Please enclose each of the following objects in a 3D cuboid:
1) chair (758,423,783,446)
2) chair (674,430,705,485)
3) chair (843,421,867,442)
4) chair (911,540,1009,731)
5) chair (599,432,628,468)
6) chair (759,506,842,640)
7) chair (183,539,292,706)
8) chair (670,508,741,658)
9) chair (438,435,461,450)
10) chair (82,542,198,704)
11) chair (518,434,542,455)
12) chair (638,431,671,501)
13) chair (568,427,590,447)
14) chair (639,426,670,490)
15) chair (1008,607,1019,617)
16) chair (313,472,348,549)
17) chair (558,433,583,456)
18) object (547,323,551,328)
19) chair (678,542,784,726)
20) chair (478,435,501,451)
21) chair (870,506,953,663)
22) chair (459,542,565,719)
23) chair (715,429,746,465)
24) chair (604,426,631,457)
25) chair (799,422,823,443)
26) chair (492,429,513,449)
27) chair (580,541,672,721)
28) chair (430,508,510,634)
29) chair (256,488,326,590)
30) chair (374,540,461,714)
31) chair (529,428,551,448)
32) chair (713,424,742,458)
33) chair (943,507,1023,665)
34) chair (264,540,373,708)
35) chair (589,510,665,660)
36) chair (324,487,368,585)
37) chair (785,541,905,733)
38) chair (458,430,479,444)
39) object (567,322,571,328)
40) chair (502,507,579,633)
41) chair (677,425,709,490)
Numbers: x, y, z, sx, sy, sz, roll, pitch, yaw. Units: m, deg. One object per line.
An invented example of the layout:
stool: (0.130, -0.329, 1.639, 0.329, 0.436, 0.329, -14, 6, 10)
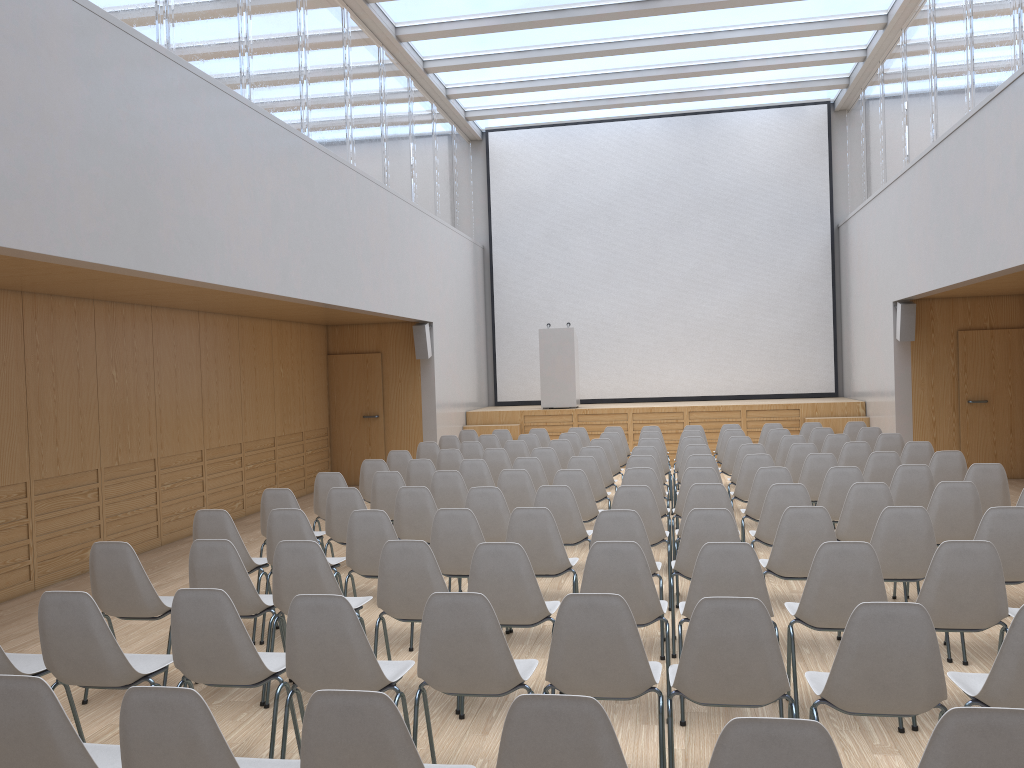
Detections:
chair: (3.521, 0.953, 12.025, 0.479, 0.876, 0.505, -2, 1, 10)
chair: (2.290, 1.006, 11.264, 0.479, 0.876, 0.505, -2, 1, 10)
chair: (4.552, 0.921, 11.835, 0.479, 0.876, 0.505, -2, 1, 10)
chair: (2.078, 1.126, 4.188, 0.479, 0.876, 0.505, -2, 1, 10)
chair: (1.288, 1.038, 11.379, 0.479, 0.876, 0.505, -2, 1, 10)
chair: (1.719, 1.121, 5.260, 0.479, 0.876, 0.505, -2, 1, 10)
chair: (-1.495, 1.236, 4.846, 0.479, 0.876, 0.505, -2, 1, 10)
chair: (1.184, 1.138, 5.299, 0.479, 0.876, 0.505, -2, 1, 10)
chair: (-0.766, 1.101, 11.827, 0.479, 0.876, 0.505, -2, 1, 10)
chair: (-2.031, 1.253, 4.875, 0.479, 0.876, 0.505, -2, 1, 10)
chair: (0.260, 1.070, 11.569, 0.479, 0.876, 0.505, -2, 1, 10)
chair: (1.788, 1.022, 11.328, 0.479, 0.876, 0.505, -2, 1, 10)
chair: (0.959, 1.032, 12.498, 0.479, 0.876, 0.505, -2, 1, 10)
chair: (1.943, 1.002, 12.296, 0.479, 0.876, 0.505, -2, 1, 10)
chair: (2.541, 1.112, 4.033, 0.479, 0.876, 0.505, -2, 1, 10)
chair: (-1.512, 1.188, 7.870, 0.479, 0.876, 0.505, -2, 1, 10)
chair: (0.784, 1.053, 11.532, 0.479, 0.876, 0.505, -2, 1, 10)
object: (0.641, -0.904, 15.340, 0.166, 0.305, 0.252, -2, 1, -18)
chair: (1.049, 1.158, 4.329, 0.479, 0.876, 0.505, -2, 1, 10)
chair: (-0.251, 1.085, 11.704, 0.479, 0.876, 0.505, -2, 1, 10)
chair: (2.228, 1.105, 5.148, 0.479, 0.876, 0.505, -2, 1, 10)
chair: (-0.002, 1.191, 4.501, 0.479, 0.876, 0.505, -2, 1, 10)
chair: (2.785, 0.992, 11.144, 0.479, 0.876, 0.505, -2, 1, 10)
chair: (1.455, 1.016, 12.435, 0.479, 0.876, 0.505, -2, 1, 10)
chair: (4.022, 0.937, 11.962, 0.479, 0.876, 0.505, -2, 1, 10)
chair: (-0.095, 1.066, 12.609, 0.479, 0.876, 0.505, -2, 1, 10)
chair: (0.548, 1.173, 4.441, 0.479, 0.876, 0.505, -2, 1, 10)
chair: (-0.291, 1.183, 5.612, 0.479, 0.876, 0.505, -2, 1, 10)
chair: (-1.691, 1.210, 6.867, 0.479, 0.876, 0.505, -2, 1, 10)
chair: (-0.466, 1.204, 4.646, 0.479, 0.876, 0.505, -2, 1, 10)
chair: (0.421, 1.049, 12.555, 0.479, 0.876, 0.505, -2, 1, 10)
chair: (2.996, 0.969, 12.141, 0.479, 0.876, 0.505, -2, 1, 10)
chair: (2.730, 1.091, 5.014, 0.479, 0.876, 0.505, -2, 1, 10)
chair: (-1.023, 1.222, 4.730, 0.479, 0.876, 0.505, -2, 1, 10)
chair: (0.670, 1.155, 5.352, 0.479, 0.876, 0.505, -2, 1, 10)
chair: (-1.183, 1.194, 6.793, 0.479, 0.876, 0.505, -2, 1, 10)
chair: (1.566, 1.142, 4.253, 0.479, 0.876, 0.505, -2, 1, 10)
chair: (-0.565, 1.079, 12.778, 0.479, 0.876, 0.505, -2, 1, 10)
object: (0.983, -0.915, 15.277, 0.166, 0.305, 0.252, -2, 1, -18)
chair: (0.173, 1.168, 5.555, 0.479, 0.876, 0.505, -2, 1, 10)
chair: (2.499, 0.985, 12.173, 0.479, 0.876, 0.505, -2, 1, 10)
